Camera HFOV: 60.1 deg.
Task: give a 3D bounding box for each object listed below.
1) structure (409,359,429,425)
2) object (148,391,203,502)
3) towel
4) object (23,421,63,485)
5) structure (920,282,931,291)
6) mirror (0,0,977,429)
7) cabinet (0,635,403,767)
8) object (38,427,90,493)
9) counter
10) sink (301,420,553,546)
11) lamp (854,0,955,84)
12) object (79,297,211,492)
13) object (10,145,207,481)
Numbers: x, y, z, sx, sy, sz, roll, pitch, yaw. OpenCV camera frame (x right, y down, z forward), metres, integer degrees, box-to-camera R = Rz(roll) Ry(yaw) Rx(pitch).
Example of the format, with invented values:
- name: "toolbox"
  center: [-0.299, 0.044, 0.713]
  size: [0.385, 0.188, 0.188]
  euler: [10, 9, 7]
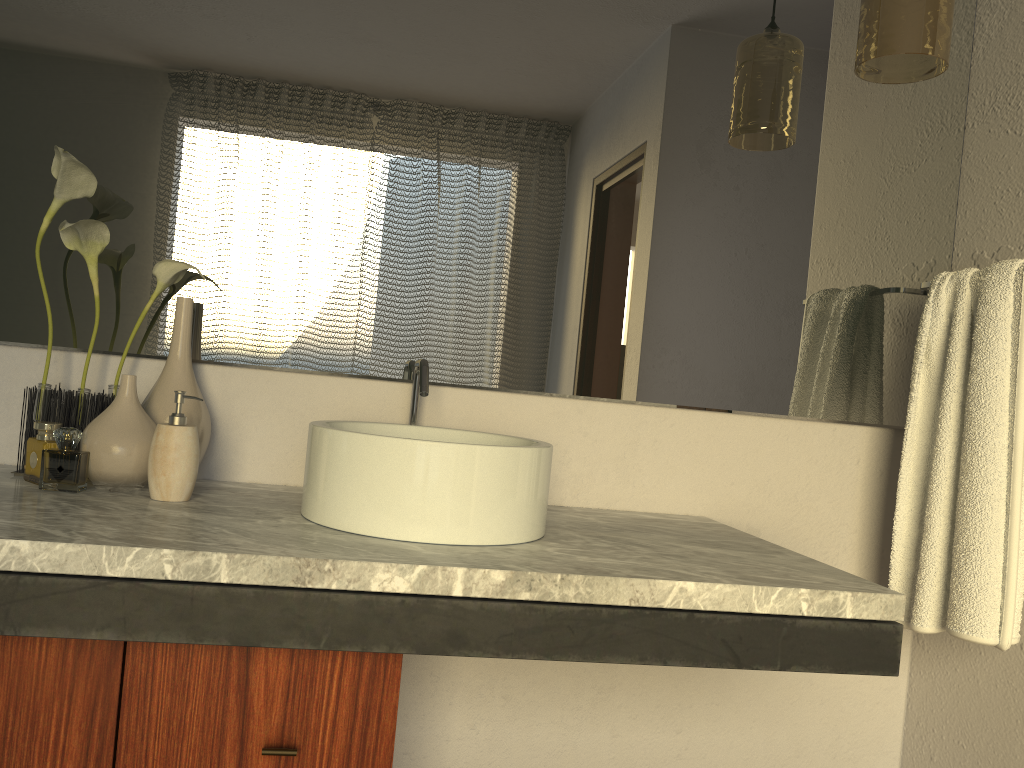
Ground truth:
- name: "structure"
  center: [-0.180, 0.077, 1.461]
  size: [0.066, 0.242, 0.165]
  euler: [5, 0, -8]
- name: "object"
  center: [-0.488, 0.089, 1.284]
  size: [0.069, 0.158, 0.072]
  euler: [5, 0, -28]
- name: "towel"
  center: [0.765, 0.114, 1.489]
  size: [0.162, 0.636, 0.256]
  euler: [5, 0, 7]
- name: "object"
  center: [-0.692, 0.103, 1.313]
  size: [0.067, 0.092, 0.038]
  euler: [5, 0, 40]
- name: "structure"
  center: [0.851, -0.178, 1.508]
  size: [0.101, 0.088, 0.372]
  euler: [5, 0, -12]
- name: "mirror"
  center: [-1.109, -0.670, 1.411]
  size: [4.047, 1.152, 0.017]
  euler: [5, 0, -9]
- name: "cabinet"
  center: [-0.527, 0.563, 1.270]
  size: [0.654, 0.599, 0.516]
  euler: [5, 0, -10]
- name: "object"
  center: [-0.636, 0.106, 1.261]
  size: [0.057, 0.090, 0.039]
  euler: [5, 0, 0]
- name: "counter"
  center: [-0.681, 0.200, 1.201]
  size: [2.241, 0.101, 0.592]
  euler: [5, 0, -9]
- name: "sink"
  center: [-0.124, 0.137, 1.303]
  size: [0.349, 0.131, 0.365]
  euler: [6, 0, -33]
- name: "lamp"
  center: [0.674, -0.944, 1.442]
  size: [0.142, 0.867, 0.136]
  euler: [5, 0, 32]
- name: "object"
  center: [-0.562, 0.010, 1.387]
  size: [0.122, 0.305, 0.237]
  euler: [5, 0, 15]
- name: "object"
  center: [-0.636, -0.098, 1.406]
  size: [0.238, 0.504, 0.192]
  euler: [5, 0, -32]
